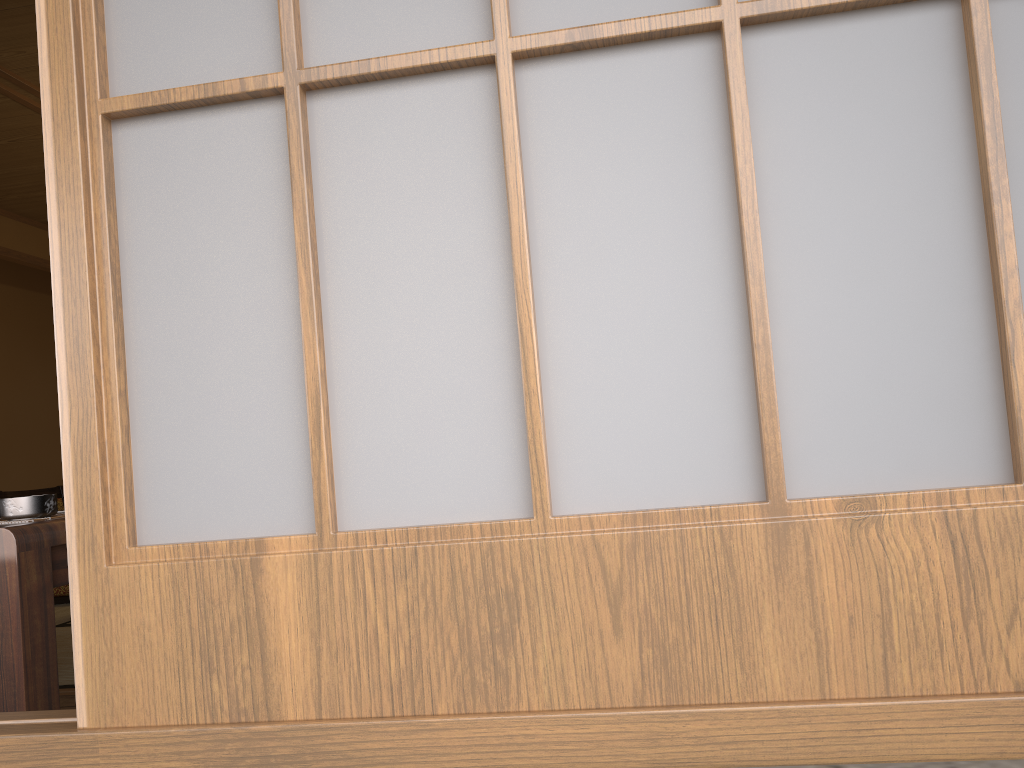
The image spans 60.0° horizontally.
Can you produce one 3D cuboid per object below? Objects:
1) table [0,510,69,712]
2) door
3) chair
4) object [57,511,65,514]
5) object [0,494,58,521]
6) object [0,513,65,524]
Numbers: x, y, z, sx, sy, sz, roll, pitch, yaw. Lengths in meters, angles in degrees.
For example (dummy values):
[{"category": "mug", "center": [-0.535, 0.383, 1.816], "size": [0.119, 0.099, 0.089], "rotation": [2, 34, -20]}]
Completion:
[{"category": "table", "center": [-0.903, 0.489, 1.539], "size": [0.540, 0.499, 0.540], "rotation": [-5, -4, 8]}, {"category": "door", "center": [0.147, -0.764, 0.538], "size": [0.992, 1.871, 0.040], "rotation": [-5, -3, 8]}, {"category": "chair", "center": [-2.067, 0.760, 4.348], "size": [0.699, 0.546, 0.583], "rotation": [-5, -3, 7]}, {"category": "object", "center": [-0.837, 0.220, 1.571], "size": [0.130, 0.026, 0.038], "rotation": [-4, -4, -7]}, {"category": "object", "center": [-0.791, 0.202, 1.452], "size": [0.084, 0.037, 0.084], "rotation": [-8, -5, 36]}, {"category": "object", "center": [-0.925, 0.240, 1.553], "size": [0.401, 0.003, 0.300], "rotation": [-5, -4, 8]}]
